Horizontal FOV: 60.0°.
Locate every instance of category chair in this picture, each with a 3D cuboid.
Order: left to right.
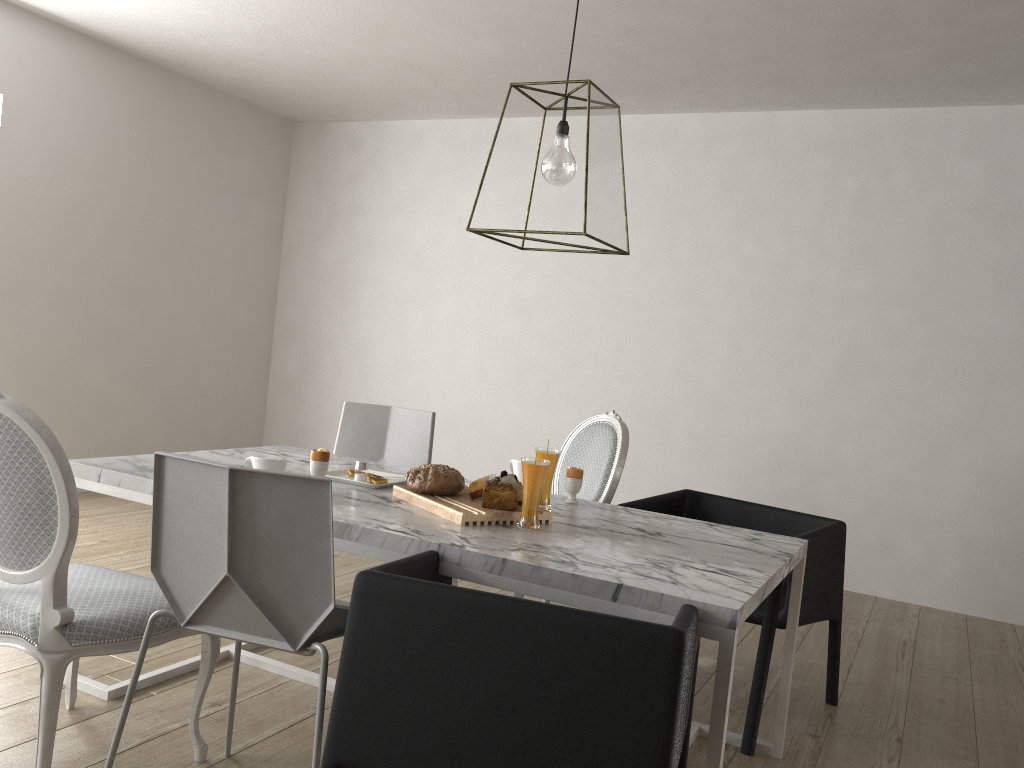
[{"bbox_3d":[-0.935,0.410,1.897,0.480,0.833,0.505,7,2,24],"label":"chair"},{"bbox_3d":[-0.474,0.513,1.764,0.470,0.745,0.439,7,2,16],"label":"chair"},{"bbox_3d":[-0.540,0.457,3.200,0.470,0.745,0.439,6,2,11],"label":"chair"},{"bbox_3d":[0.023,0.646,1.636,0.569,0.597,0.609,7,2,16],"label":"chair"},{"bbox_3d":[0.092,0.484,2.948,0.505,0.833,0.480,5,2,-31],"label":"chair"},{"bbox_3d":[0.646,0.675,2.736,0.569,0.597,0.609,8,3,41],"label":"chair"}]

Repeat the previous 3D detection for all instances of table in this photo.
[{"bbox_3d":[-0.234,0.596,2.352,1.781,0.583,0.870,7,2,26],"label":"table"}]

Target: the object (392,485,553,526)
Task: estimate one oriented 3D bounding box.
[{"bbox_3d":[-0.107,0.305,2.259,0.260,0.031,0.360,5,2,-34],"label":"object"}]

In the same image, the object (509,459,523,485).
[{"bbox_3d":[0.029,0.270,2.591,0.110,0.105,0.170,4,3,-44],"label":"object"}]

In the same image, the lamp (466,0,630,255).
[{"bbox_3d":[0.153,-0.895,2.156,0.584,1.108,0.584,8,3,41],"label":"lamp"}]

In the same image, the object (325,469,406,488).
[{"bbox_3d":[-0.412,0.270,2.535,0.212,0.014,0.212,7,2,26],"label":"object"}]

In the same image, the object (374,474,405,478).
[{"bbox_3d":[-0.347,0.272,2.582,0.132,0.013,0.032,6,2,1],"label":"object"}]

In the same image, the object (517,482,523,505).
[{"bbox_3d":[-0.011,0.272,2.250,0.083,0.057,0.072,6,2,2],"label":"object"}]

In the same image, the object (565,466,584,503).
[{"bbox_3d":[0.175,0.286,2.527,0.050,0.101,0.050,7,2,22],"label":"object"}]

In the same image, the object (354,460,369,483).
[{"bbox_3d":[-0.421,0.245,2.477,0.036,0.060,0.036,5,2,-23],"label":"object"}]

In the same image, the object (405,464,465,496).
[{"bbox_3d":[-0.199,0.242,2.287,0.157,0.075,0.151,5,2,-28],"label":"object"}]

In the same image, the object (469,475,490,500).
[{"bbox_3d":[-0.069,0.261,2.249,0.079,0.067,0.074,6,2,-2],"label":"object"}]

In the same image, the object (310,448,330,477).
[{"bbox_3d":[-0.507,0.220,2.328,0.050,0.101,0.050,7,2,33],"label":"object"}]

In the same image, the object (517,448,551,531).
[{"bbox_3d":[0.048,0.247,2.077,0.071,0.188,0.071,4,3,-43],"label":"object"}]

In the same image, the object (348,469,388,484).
[{"bbox_3d":[-0.415,0.267,2.526,0.068,0.014,0.197,5,2,-36],"label":"object"}]

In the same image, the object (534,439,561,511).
[{"bbox_3d":[0.086,0.242,2.337,0.071,0.188,0.071,4,3,-43],"label":"object"}]

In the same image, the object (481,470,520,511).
[{"bbox_3d":[-0.026,0.259,2.168,0.086,0.087,0.090,6,2,3],"label":"object"}]

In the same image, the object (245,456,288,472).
[{"bbox_3d":[-0.634,0.221,2.234,0.138,0.085,0.089,7,2,21],"label":"object"}]
